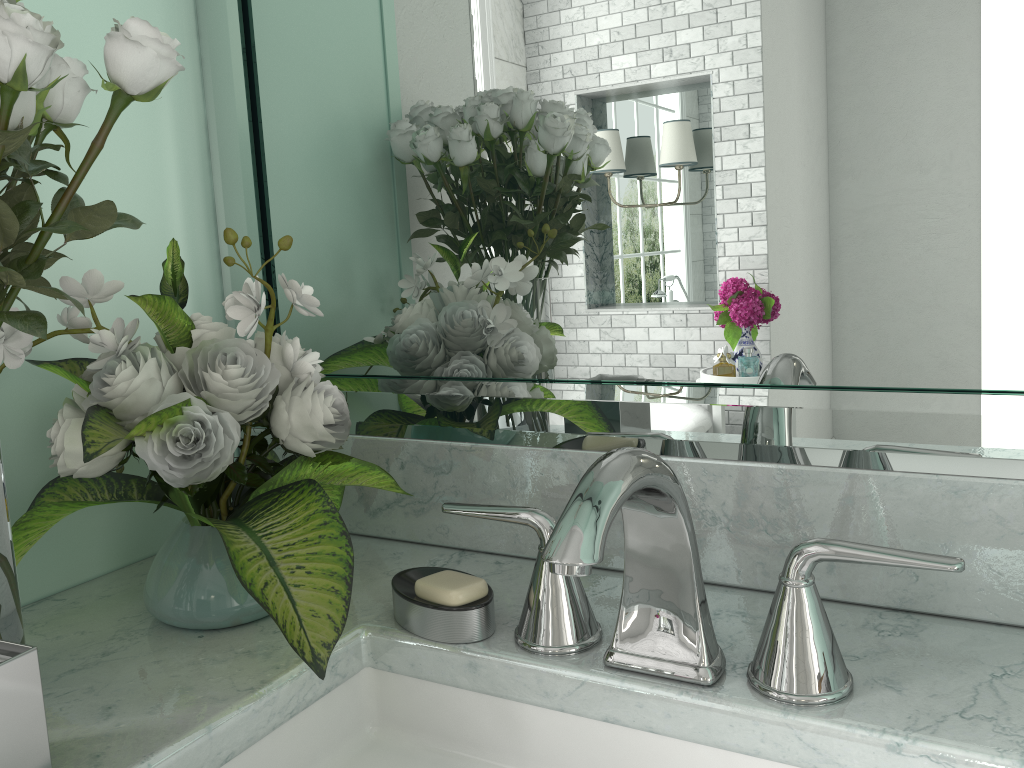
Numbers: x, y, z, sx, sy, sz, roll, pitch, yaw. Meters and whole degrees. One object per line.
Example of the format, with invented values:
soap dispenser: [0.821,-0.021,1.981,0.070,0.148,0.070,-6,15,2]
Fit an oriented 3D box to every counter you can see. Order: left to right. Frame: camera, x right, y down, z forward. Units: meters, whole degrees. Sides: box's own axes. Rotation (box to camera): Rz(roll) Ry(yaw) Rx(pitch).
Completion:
counter: [0.636,0.230,0.327,2.807,0.180,0.828,2,10,30]

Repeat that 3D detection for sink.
sink: [0.033,0.345,0.583,0.602,0.078,0.348,2,10,30]

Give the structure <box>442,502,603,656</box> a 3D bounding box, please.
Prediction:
structure: [0.004,0.176,0.828,0.157,0.121,0.083,-2,7,14]

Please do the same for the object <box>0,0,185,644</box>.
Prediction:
object: [-0.503,-0.037,0.724,0.356,0.650,0.393,3,9,41]

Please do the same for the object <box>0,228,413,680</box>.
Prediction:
object: [-0.310,0.045,0.928,0.452,0.400,0.396,1,9,31]

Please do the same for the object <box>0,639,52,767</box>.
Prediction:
object: [-0.421,0.243,0.589,0.136,0.112,0.147,0,9,25]

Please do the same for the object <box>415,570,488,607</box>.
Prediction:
object: [-0.059,0.198,0.859,0.052,0.022,0.077,-10,11,-39]

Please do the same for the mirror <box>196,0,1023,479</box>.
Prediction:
mirror: [0.180,-0.878,0.787,1.436,1.924,0.015,1,8,30]

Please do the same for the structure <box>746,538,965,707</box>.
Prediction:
structure: [0.265,0.180,0.702,0.157,0.121,0.083,-2,7,14]

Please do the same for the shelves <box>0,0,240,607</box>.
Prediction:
shelves: [0.634,-0.790,0.307,2.809,2.114,0.467,1,8,30]

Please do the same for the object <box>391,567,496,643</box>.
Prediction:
object: [-0.069,0.217,0.877,0.080,0.035,0.134,-11,11,-41]

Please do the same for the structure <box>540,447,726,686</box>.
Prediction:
structure: [0.103,0.150,0.685,0.103,0.204,0.236,-1,8,19]
